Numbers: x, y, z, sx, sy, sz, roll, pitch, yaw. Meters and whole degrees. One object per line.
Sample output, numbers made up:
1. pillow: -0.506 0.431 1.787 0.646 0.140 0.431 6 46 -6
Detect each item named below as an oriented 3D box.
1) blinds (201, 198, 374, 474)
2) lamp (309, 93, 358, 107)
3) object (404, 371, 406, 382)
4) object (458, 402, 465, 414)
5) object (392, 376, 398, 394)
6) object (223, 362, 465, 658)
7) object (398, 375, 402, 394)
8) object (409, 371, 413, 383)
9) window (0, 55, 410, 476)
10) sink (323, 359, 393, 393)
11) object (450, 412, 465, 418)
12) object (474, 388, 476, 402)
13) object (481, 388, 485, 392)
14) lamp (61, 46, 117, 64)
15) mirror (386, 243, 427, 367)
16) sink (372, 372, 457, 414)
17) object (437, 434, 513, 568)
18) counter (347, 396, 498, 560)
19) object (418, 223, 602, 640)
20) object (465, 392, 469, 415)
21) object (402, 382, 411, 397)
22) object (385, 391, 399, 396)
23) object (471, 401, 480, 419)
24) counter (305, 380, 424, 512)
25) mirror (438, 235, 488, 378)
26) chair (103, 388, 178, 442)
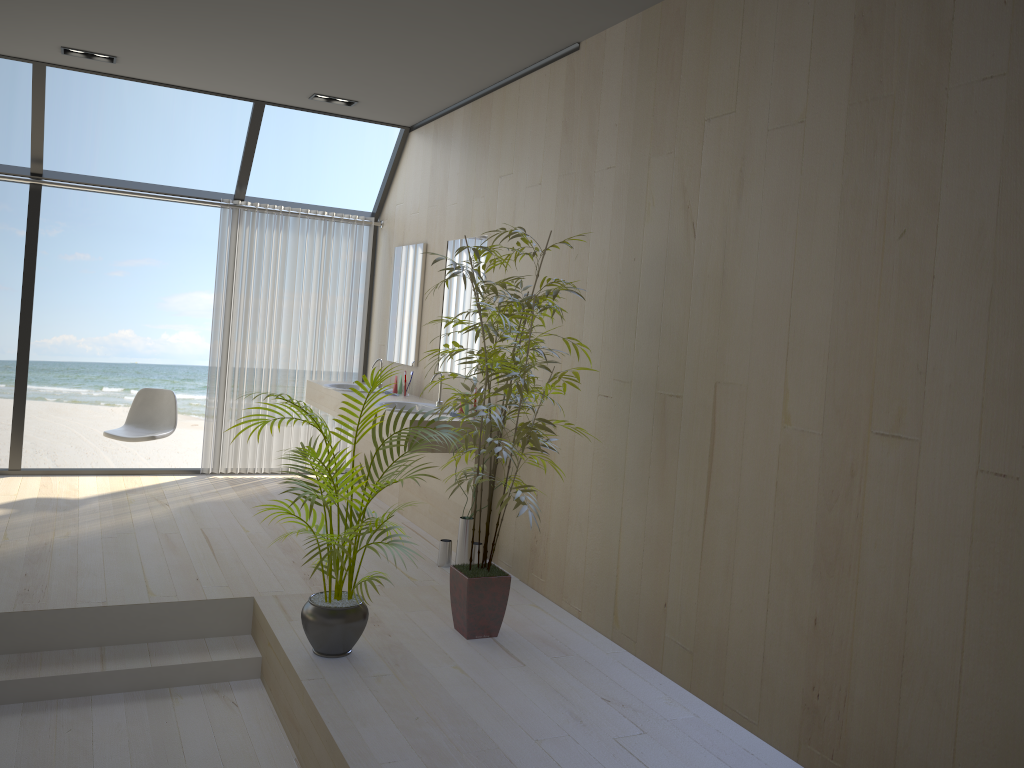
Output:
1. blinds: -1.736 -0.338 6.911 1.181 2.069 0.084 4 1 -26
2. lamp: -1.209 -1.979 6.011 0.300 0.112 0.164 3 3 -26
3. object: -0.737 -0.003 6.099 0.012 0.178 0.050 5 1 13
4. object: -0.287 0.122 5.103 0.039 0.135 0.039 5 1 15
5. object: -0.814 0.010 6.187 0.039 0.135 0.039 5 1 23
6. object: -0.700 0.457 3.425 0.916 1.156 0.751 5 1 7
7. object: -0.795 0.004 6.300 0.039 0.135 0.039 5 1 23
8. object: -0.715 -0.002 6.128 0.054 0.175 0.012 4 0 -1
9. window: -3.076 -0.726 6.027 4.553 2.812 0.747 3 1 -26
10. sink: -1.114 0.017 6.422 0.503 0.419 0.575 3 3 -23
11. object: -0.301 0.176 5.023 0.104 0.029 0.032 5 2 14
12. object: -0.211 0.109 5.015 0.012 0.178 0.050 5 1 13
13. object: -0.189 0.110 5.043 0.054 0.175 0.012 4 0 -1
14. lamp: -2.554 -2.040 5.353 0.300 0.112 0.164 3 3 -26
15. mirror: -0.782 -0.584 6.501 0.023 0.868 0.655 4 1 -26
16. sink: -0.588 0.129 5.338 0.503 0.419 0.575 3 3 -23
17. object: -0.168 0.631 4.779 0.406 0.748 0.274 4 1 -38
18. counter: -0.592 0.541 5.392 0.549 0.790 1.209 4 3 -26
19. object: -0.025 0.198 3.788 0.787 1.755 0.936 4 1 -1
20. object: -0.268 0.117 5.215 0.039 0.135 0.039 5 1 15
21. object: -0.734 0.038 6.128 0.058 0.100 0.058 4 1 -19
22. object: -0.828 0.064 6.107 0.104 0.029 0.032 5 2 14
23. object: -0.208 0.150 5.044 0.058 0.100 0.059 4 1 -16
24. counter: -1.118 0.429 6.476 0.549 0.790 1.209 4 3 -26
25. mirror: -0.306 -0.487 5.582 0.023 0.868 0.655 4 1 -26
26. chair: -2.556 0.218 6.146 0.369 0.347 0.455 5 2 2
